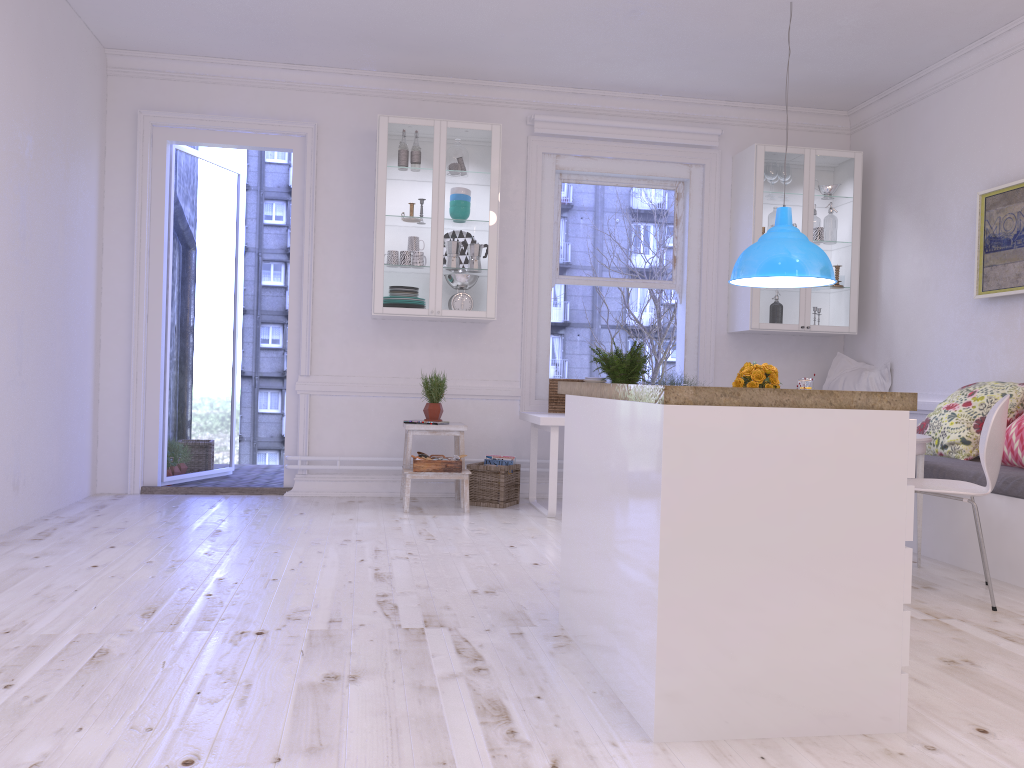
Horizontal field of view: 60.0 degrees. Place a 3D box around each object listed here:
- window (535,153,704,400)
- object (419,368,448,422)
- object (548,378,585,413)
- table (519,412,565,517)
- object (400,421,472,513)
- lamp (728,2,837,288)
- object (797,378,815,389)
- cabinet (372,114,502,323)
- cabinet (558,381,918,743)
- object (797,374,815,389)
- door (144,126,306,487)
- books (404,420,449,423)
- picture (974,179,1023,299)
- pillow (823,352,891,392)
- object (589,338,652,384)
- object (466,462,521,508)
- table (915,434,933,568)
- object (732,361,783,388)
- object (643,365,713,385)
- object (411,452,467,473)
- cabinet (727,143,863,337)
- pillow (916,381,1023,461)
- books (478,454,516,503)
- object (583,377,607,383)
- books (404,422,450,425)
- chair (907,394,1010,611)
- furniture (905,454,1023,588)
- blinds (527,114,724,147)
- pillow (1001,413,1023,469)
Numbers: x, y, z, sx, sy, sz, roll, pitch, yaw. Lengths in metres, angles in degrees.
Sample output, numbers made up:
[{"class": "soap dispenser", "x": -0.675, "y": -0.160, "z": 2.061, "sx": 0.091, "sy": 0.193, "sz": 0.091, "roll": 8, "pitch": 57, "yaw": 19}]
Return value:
[{"class": "window", "x": 0.778, "y": -0.759, "z": 6.600, "sx": 1.234, "sy": 1.782, "sz": 0.181, "roll": 2, "pitch": 0, "yaw": -9}, {"class": "object", "x": -0.499, "y": 0.059, "z": 5.803, "sx": 0.196, "sy": 0.367, "sz": 0.186, "roll": 2, "pitch": 0, "yaw": 35}, {"class": "object", "x": 0.399, "y": 0.084, "z": 6.113, "sx": 0.294, "sy": 0.237, "sz": 0.028, "roll": 2, "pitch": 0, "yaw": -9}, {"class": "table", "x": 0.848, "y": 0.526, "z": 5.842, "sx": 1.514, "sy": 0.619, "sz": 0.736, "roll": 2, "pitch": 0, "yaw": -9}, {"class": "object", "x": -0.507, "y": 0.529, "z": 5.785, "sx": 0.418, "sy": 0.534, "sz": 0.599, "roll": 2, "pitch": 0, "yaw": -9}, {"class": "lamp", "x": 1.494, "y": -1.523, "z": 4.810, "sx": 0.568, "sy": 1.948, "sz": 0.568, "roll": 2, "pitch": 0, "yaw": 25}, {"class": "object", "x": 1.544, "y": 0.101, "z": 4.660, "sx": 0.094, "sy": 0.267, "sz": 0.116, "roll": 2, "pitch": 0, "yaw": 17}, {"class": "cabinet", "x": -0.520, "y": -1.098, "z": 6.038, "sx": 0.823, "sy": 1.311, "sz": 0.425, "roll": 2, "pitch": 0, "yaw": -9}, {"class": "cabinet", "x": 0.573, "y": 0.427, "z": 2.715, "sx": 0.654, "sy": 0.842, "sz": 1.167, "roll": 2, "pitch": 0, "yaw": -9}, {"class": "object", "x": 1.480, "y": 0.090, "z": 4.453, "sx": 0.128, "sy": 0.287, "sz": 0.128, "roll": 2, "pitch": 0, "yaw": -8}, {"class": "door", "x": -2.042, "y": -0.495, "z": 6.574, "sx": 1.009, "sy": 2.474, "sz": 1.021, "roll": 2, "pitch": 0, "yaw": -9}, {"class": "books", "x": -0.558, "y": 0.245, "z": 5.805, "sx": 0.246, "sy": 0.007, "sz": 0.180, "roll": 2, "pitch": 0, "yaw": 21}, {"class": "picture", "x": 2.824, "y": -0.810, "z": 4.757, "sx": 0.020, "sy": 0.629, "sz": 0.971, "roll": 2, "pitch": 0, "yaw": -9}, {"class": "pillow", "x": 2.437, "y": 0.086, "z": 6.376, "sx": 0.374, "sy": 0.642, "sz": 0.677, "roll": 1, "pitch": 0, "yaw": -39}, {"class": "object", "x": 0.736, "y": -0.052, "z": 5.941, "sx": 0.438, "sy": 0.527, "sz": 0.368, "roll": 2, "pitch": 0, "yaw": -9}, {"class": "object", "x": -0.125, "y": 0.672, "z": 5.940, "sx": 0.276, "sy": 0.270, "sz": 0.276, "roll": 2, "pitch": 0, "yaw": 24}, {"class": "table", "x": 1.467, "y": 0.548, "z": 4.444, "sx": 1.140, "sy": 0.629, "sz": 1.140, "roll": 2, "pitch": 0, "yaw": 19}, {"class": "object", "x": 1.286, "y": 0.052, "z": 4.651, "sx": 0.234, "sy": 0.351, "sz": 0.235, "roll": 1, "pitch": 1, "yaw": -44}, {"class": "object", "x": 1.101, "y": 0.057, "z": 5.905, "sx": 0.668, "sy": 0.367, "sz": 0.531, "roll": 2, "pitch": 0, "yaw": 15}, {"class": "object", "x": -0.456, "y": 0.491, "z": 5.583, "sx": 0.358, "sy": 0.110, "sz": 0.211, "roll": 2, "pitch": 0, "yaw": -7}, {"class": "cabinet", "x": 2.064, "y": -1.024, "z": 6.466, "sx": 0.823, "sy": 1.311, "sz": 0.425, "roll": 2, "pitch": 0, "yaw": -9}, {"class": "pillow", "x": 2.559, "y": 0.204, "z": 4.946, "sx": 0.509, "sy": 0.447, "sz": 0.592, "roll": 2, "pitch": 0, "yaw": -4}, {"class": "books", "x": -0.118, "y": 0.638, "z": 5.952, "sx": 0.221, "sy": 0.306, "sz": 0.205, "roll": 2, "pitch": 0, "yaw": 24}, {"class": "object", "x": 0.567, "y": -0.023, "z": 6.042, "sx": 0.164, "sy": 0.047, "sz": 0.163, "roll": 2, "pitch": 0, "yaw": 40}, {"class": "books", "x": -0.558, "y": 0.254, "z": 5.805, "sx": 0.246, "sy": 0.011, "sz": 0.180, "roll": 2, "pitch": 0, "yaw": 21}, {"class": "chair", "x": 1.820, "y": 0.457, "z": 3.760, "sx": 0.483, "sy": 0.845, "sz": 0.604, "roll": 2, "pitch": 0, "yaw": 26}, {"class": "furniture", "x": 2.403, "y": 0.634, "z": 4.893, "sx": 0.769, "sy": 0.508, "sz": 3.296, "roll": 2, "pitch": 0, "yaw": -9}, {"class": "blinds", "x": 0.829, "y": -1.825, "z": 6.406, "sx": 1.451, "sy": 0.131, "sz": 0.136, "roll": 2, "pitch": 0, "yaw": -9}, {"class": "pillow", "x": 2.667, "y": 0.216, "z": 4.271, "sx": 0.491, "sy": 0.424, "sz": 0.587, "roll": 2, "pitch": 0, "yaw": -7}]
